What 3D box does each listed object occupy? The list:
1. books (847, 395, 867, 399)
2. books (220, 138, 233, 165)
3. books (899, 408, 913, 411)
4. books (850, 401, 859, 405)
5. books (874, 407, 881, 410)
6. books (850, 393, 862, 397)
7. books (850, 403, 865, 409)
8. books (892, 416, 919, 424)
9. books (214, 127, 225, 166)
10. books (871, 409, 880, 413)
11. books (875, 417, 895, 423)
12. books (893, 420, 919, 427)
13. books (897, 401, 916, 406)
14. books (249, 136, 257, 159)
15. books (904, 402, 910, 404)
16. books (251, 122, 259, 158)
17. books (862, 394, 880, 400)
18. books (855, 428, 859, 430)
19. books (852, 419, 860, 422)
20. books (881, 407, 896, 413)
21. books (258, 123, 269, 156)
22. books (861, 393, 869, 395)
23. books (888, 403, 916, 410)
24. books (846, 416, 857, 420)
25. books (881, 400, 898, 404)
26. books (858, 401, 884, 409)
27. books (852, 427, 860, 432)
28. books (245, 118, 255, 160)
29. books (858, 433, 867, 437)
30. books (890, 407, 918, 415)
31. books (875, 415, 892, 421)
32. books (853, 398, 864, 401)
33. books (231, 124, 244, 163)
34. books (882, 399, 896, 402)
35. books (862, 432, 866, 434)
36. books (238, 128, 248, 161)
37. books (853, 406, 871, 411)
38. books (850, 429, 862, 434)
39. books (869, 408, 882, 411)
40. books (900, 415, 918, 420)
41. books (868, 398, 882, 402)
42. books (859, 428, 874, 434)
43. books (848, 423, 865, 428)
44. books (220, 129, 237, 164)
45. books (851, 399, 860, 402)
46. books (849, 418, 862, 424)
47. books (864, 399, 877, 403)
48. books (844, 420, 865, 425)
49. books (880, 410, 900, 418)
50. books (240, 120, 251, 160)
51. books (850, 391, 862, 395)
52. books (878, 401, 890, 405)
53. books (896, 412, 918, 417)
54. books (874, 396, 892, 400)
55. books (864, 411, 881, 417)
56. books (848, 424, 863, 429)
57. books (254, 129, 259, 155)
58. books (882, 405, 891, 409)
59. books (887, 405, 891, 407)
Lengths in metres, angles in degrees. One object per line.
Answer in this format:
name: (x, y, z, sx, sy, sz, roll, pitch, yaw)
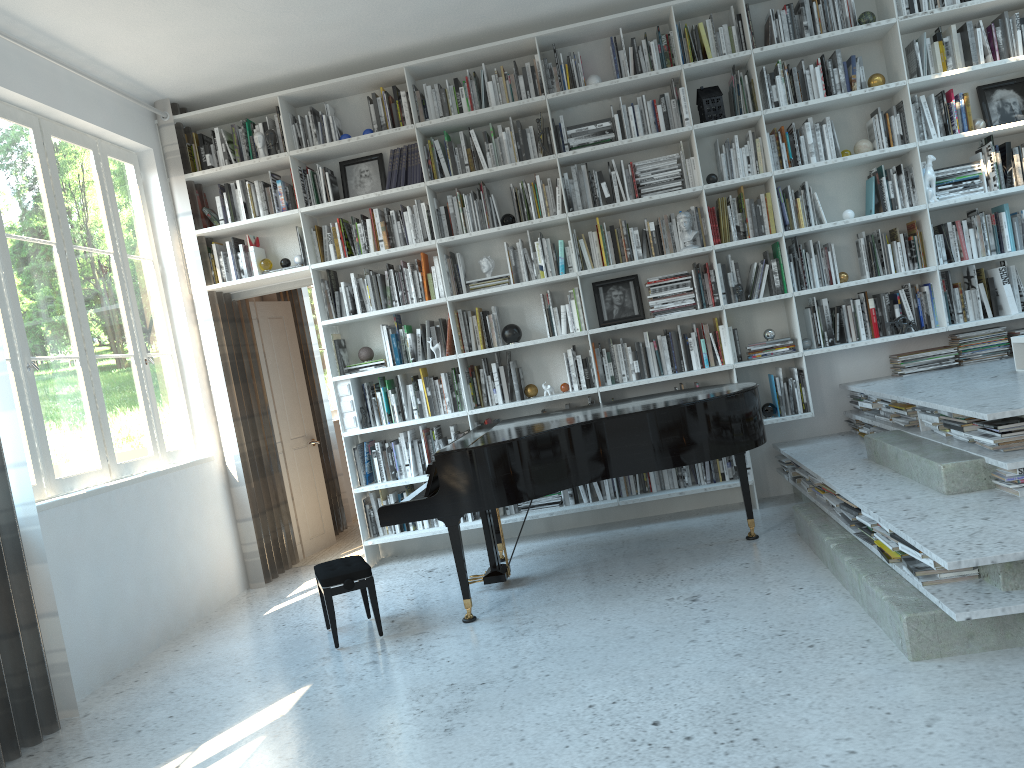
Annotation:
books: (2.201, 0.067, 5.488, 0.171, 0.015, 0.252, -10, 2, 2)
books: (-1.877, -1.517, 5.919, 0.030, 0.206, 0.175, -10, 2, 7)
books: (2.103, 0.112, 4.612, 0.161, 0.012, 0.254, -10, 2, 11)
books: (2.214, 0.106, 5.489, 0.179, 0.012, 0.261, -10, 2, 7)
books: (2.183, 0.124, 5.200, 0.163, 0.008, 0.294, -10, 2, 5)
books: (2.209, 0.054, 5.486, 0.167, 0.008, 0.234, -10, 2, 6)
books: (2.212, 0.121, 5.490, 0.175, 0.017, 0.265, -10, 2, 10)
books: (2.110, 0.177, 4.615, 0.178, 0.014, 0.247, -10, 2, 5)
books: (-1.910, -1.551, 5.930, 0.028, 0.283, 0.189, -10, 2, 7)
books: (2.204, 0.144, 5.199, 0.131, 0.021, 0.240, -10, 2, 9)
books: (2.148, 0.184, 4.901, 0.183, 0.012, 0.296, -10, 2, 6)
books: (2.106, 0.190, 4.617, 0.182, 0.011, 0.253, -10, 2, 11)
books: (2.118, 0.088, 4.609, 0.128, 0.013, 0.296, -10, 2, 5)
books: (-1.691, -1.541, 5.909, 0.024, 0.187, 0.159, -10, 2, 7)
books: (2.103, 0.070, 4.610, 0.139, 0.028, 0.261, -10, 2, 12)
books: (-1.680, -1.588, 5.911, 0.013, 0.275, 0.158, -10, 2, 7)
books: (2.175, 0.062, 5.197, 0.163, 0.018, 0.289, -10, 2, 6)
books: (2.226, 0.262, 5.532, 0.147, 0.014, 0.292, -10, 2, 7)
books: (2.204, 0.206, 5.531, 0.152, 0.015, 0.207, -10, 2, 12)
books: (2.153, 0.132, 4.897, 0.154, 0.018, 0.220, -10, 2, 6)
books: (-1.617, -1.588, 5.899, 0.021, 0.253, 0.179, -10, 2, 7)
books: (2.161, 0.039, 5.197, 0.171, 0.020, 0.193, -10, 2, 2)
books: (2.095, 0.103, 4.613, 0.187, 0.009, 0.260, -10, 2, 6)
books: (2.196, 0.196, 5.531, 0.174, 0.009, 0.239, -10, 2, 9)
books: (2.144, 0.085, 4.895, 0.160, 0.010, 0.179, -10, 2, 7)
books: (2.166, 0.107, 5.201, 0.189, 0.030, 0.237, -10, 2, 4)
books: (2.219, 0.273, 5.534, 0.144, 0.005, 0.257, -10, 2, 12)
books: (-1.727, -1.600, 5.920, 0.029, 0.315, 0.129, -10, 2, 7)
books: (2.165, 0.294, 5.227, 0.187, 0.009, 0.260, -10, 2, 10)
books: (2.103, 0.127, 4.613, 0.179, 0.017, 0.292, -10, 2, 8)
books: (2.141, 0.173, 4.901, 0.190, 0.012, 0.235, -10, 2, 5)
books: (2.225, 0.085, 5.486, 0.145, 0.008, 0.297, -10, 2, 6)
books: (-1.802, -1.570, 5.916, 0.039, 0.283, 0.181, -10, 2, 7)
books: (2.142, 0.074, 4.895, 0.149, 0.013, 0.220, -10, 2, 10)
books: (2.181, 0.279, 5.224, 0.160, 0.014, 0.267, -10, 2, 6)
books: (-1.764, -1.564, 5.931, 0.030, 0.257, 0.130, -10, 2, 7)
books: (2.224, 0.136, 5.489, 0.163, 0.017, 0.232, -10, 2, 9)
books: (2.221, 0.285, 5.534, 0.163, 0.019, 0.187, -10, 2, 6)
books: (2.188, 0.131, 5.200, 0.152, 0.009, 0.259, -10, 2, 4)
books: (2.129, 0.158, 4.612, 0.138, 0.017, 0.237, -10, 2, 6)
books: (2.178, 0.077, 5.198, 0.143, 0.012, 0.263, -10, 2, 12)
books: (2.166, 0.266, 5.225, 0.180, 0.017, 0.182, -10, 2, 4)
books: (2.214, 0.239, 5.532, 0.159, 0.012, 0.278, -10, 2, 6)
books: (-1.849, -1.551, 5.908, 0.057, 0.263, 0.190, -10, 2, 7)
books: (2.219, 0.095, 5.487, 0.156, 0.009, 0.287, -10, 2, 5)
books: (2.205, 0.218, 5.532, 0.160, 0.009, 0.210, -10, 2, 11)
books: (2.174, 0.087, 5.199, 0.171, 0.007, 0.206, -10, 2, 9)
books: (2.199, 0.227, 5.533, 0.184, 0.006, 0.262, -10, 2, 8)
books: (2.146, 0.154, 4.900, 0.164, 0.023, 0.242, -10, 2, 11)
books: (-1.748, -1.590, 5.913, 0.014, 0.304, 0.145, -10, 2, 7)
books: (2.207, 0.044, 5.486, 0.159, 0.011, 0.246, -10, 2, 4)
books: (2.140, 0.095, 4.897, 0.167, 0.008, 0.234, -10, 2, 6)
books: (2.114, 0.143, 4.613, 0.159, 0.018, 0.202, -10, 2, 5)
books: (2.127, 0.062, 4.896, 0.165, 0.015, 0.243, -10, 2, 2)
books: (2.189, 0.166, 5.202, 0.173, 0.017, 0.233, -10, 2, 6)
books: (2.213, 0.252, 5.533, 0.170, 0.012, 0.215, -10, 2, 7)
books: (-1.659, -1.567, 5.909, 0.021, 0.226, 0.156, -10, 2, 7)
books: (2.155, 0.116, 4.896, 0.150, 0.013, 0.215, -10, 2, 7)
books: (2.149, 0.104, 4.896, 0.144, 0.013, 0.220, -10, 2, 10)
